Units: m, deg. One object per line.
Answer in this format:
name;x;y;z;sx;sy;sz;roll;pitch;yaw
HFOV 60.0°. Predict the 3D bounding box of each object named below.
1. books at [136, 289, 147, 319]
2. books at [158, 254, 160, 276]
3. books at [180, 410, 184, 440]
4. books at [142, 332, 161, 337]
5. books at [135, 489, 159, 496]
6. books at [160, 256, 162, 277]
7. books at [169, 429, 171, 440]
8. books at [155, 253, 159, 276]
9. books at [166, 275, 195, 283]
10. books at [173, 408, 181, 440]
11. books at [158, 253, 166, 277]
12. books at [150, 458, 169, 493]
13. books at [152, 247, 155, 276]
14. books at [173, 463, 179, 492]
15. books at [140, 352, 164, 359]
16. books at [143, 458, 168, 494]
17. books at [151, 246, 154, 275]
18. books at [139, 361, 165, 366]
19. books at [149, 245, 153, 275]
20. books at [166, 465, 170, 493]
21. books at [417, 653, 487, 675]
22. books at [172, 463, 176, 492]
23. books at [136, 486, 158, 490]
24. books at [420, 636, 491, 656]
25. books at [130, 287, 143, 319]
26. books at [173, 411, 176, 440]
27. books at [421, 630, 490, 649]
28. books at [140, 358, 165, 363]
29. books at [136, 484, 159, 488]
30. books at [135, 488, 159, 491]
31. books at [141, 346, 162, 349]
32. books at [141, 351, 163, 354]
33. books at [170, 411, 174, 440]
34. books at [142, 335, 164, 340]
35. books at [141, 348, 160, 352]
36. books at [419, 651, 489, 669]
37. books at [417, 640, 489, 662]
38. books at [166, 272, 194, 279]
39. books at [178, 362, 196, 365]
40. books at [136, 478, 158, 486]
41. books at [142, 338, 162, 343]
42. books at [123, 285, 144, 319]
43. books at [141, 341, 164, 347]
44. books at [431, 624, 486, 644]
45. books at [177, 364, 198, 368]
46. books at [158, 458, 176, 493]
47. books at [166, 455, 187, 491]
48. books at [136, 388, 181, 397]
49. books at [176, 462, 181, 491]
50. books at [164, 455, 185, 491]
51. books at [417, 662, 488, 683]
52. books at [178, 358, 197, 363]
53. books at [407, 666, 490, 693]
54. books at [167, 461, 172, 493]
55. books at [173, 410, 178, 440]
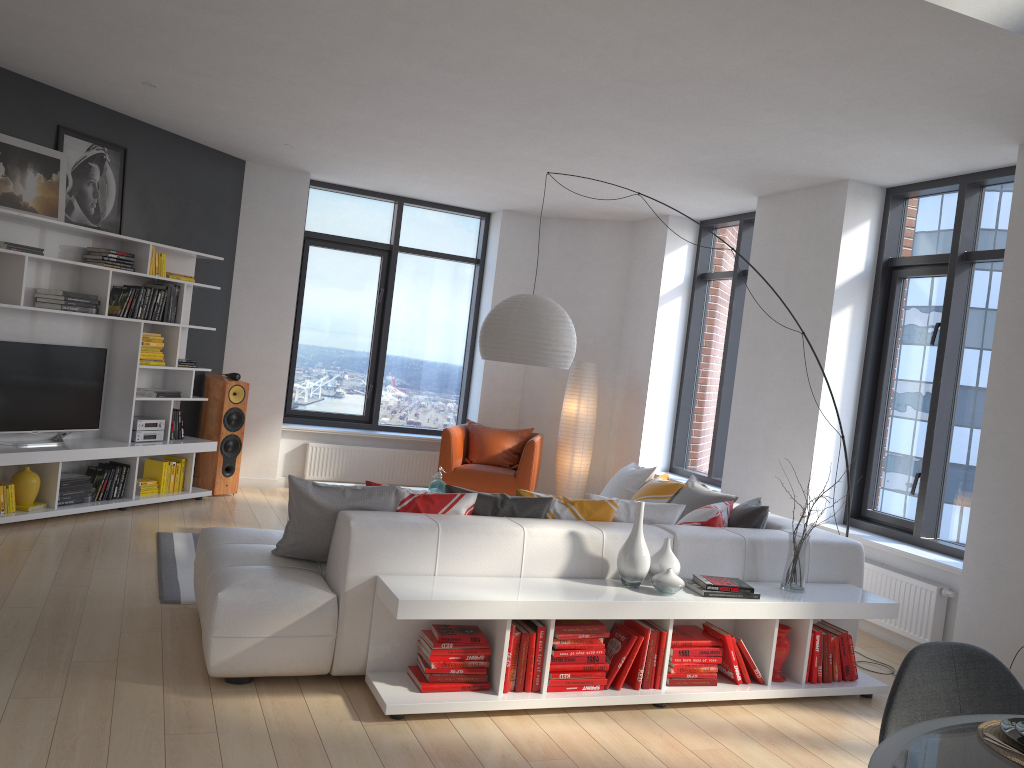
books;-2.930;-0.625;6.861;0.179;0.243;0.068;7;2;21
books;-2.808;-0.935;6.945;0.128;0.178;0.044;7;2;22
books;-2.816;0.333;7.394;0.177;0.242;0.066;7;2;22
books;-2.942;-0.401;7.061;0.163;0.023;0.223;8;2;27
books;-2.943;0.854;7.065;0.147;0.033;0.190;7;2;23
books;-2.791;-0.924;6.958;0.108;0.161;0.046;7;2;22
books;-2.881;0.315;7.273;0.202;0.268;0.053;7;2;22
books;-2.822;-0.937;6.929;0.132;0.180;0.054;7;2;23
books;-2.751;-0.860;7.218;0.194;0.028;0.257;8;2;28
books;-2.834;0.326;7.370;0.193;0.255;0.066;7;2;22
books;-2.794;-0.937;6.985;0.141;0.184;0.064;7;2;24
books;-2.881;0.743;7.205;0.199;0.263;0.015;7;2;23
books;-2.852;-0.963;6.908;0.164;0.224;0.054;7;2;22
books;-2.830;0.759;7.313;0.172;0.234;0.024;7;2;23
books;-2.935;-0.233;7.052;0.189;0.042;0.243;7;2;23
books;-2.891;0.744;7.176;0.198;0.255;0.044;7;2;23
books;-2.855;-0.962;6.877;0.163;0.224;0.041;7;2;21
books;-2.929;-0.172;7.050;0.194;0.028;0.257;8;2;28
books;-2.847;-0.963;6.849;0.161;0.229;0.041;7;2;21
books;-2.857;0.762;7.214;0.156;0.229;0.024;7;2;22
books;-0.260;1.198;3.794;0.266;0.026;0.187;6;2;-17
books;-2.843;0.755;7.292;0.169;0.239;0.023;7;2;23
books;-2.926;0.819;7.053;0.113;0.018;0.169;7;2;24
books;-0.244;1.120;3.802;0.269;0.028;0.179;6;2;-21
books;-2.931;-0.623;6.807;0.172;0.242;0.069;7;2;24
books;-2.851;0.334;7.321;0.170;0.236;0.049;7;2;23
books;-0.244;1.094;3.804;0.254;0.025;0.178;6;2;-23
books;-2.935;-0.199;7.050;0.203;0.024;0.257;8;2;26
books;-2.936;0.802;7.065;0.134;0.014;0.187;7;2;23
books;-2.943;0.831;7.066;0.148;0.011;0.196;7;2;23
books;-2.937;-0.299;7.054;0.171;0.019;0.239;7;2;23
books;-2.945;-0.262;7.054;0.189;0.014;0.251;8;2;26
books;-2.867;0.332;7.302;0.189;0.240;0.053;7;2;23
books;-2.920;-0.375;7.062;0.163;0.023;0.223;8;2;27
books;-2.928;-0.278;7.037;0.145;0.023;0.217;8;2;27
books;-0.249;1.173;3.804;0.257;0.025;0.182;6;2;-22
books;-0.257;1.146;3.817;0.261;0.028;0.191;6;2;-22
books;-2.757;-0.886;7.218;0.203;0.024;0.257;8;2;26
books;-2.750;-0.176;7.371;0.142;0.015;0.198;7;2;21
books;-2.946;0.780;7.066;0.138;0.026;0.186;7;2;23
books;-2.929;-0.353;7.057;0.160;0.022;0.227;8;2;38
books;-2.946;-0.633;6.838;0.192;0.254;0.075;7;2;22
books;-2.928;-0.324;7.062;0.176;0.033;0.239;8;2;26
books;-0.231;1.070;3.797;0.206;0.029;0.152;6;2;-16
books;-2.750;-0.157;7.371;0.161;0.023;0.213;8;2;26
books;-2.852;0.749;7.264;0.185;0.250;0.035;7;2;23
books;-2.814;0.741;7.395;0.213;0.270;0.025;7;2;23
books;-2.894;0.071;7.218;0.250;0.047;0.310;7;2;18
books;-2.824;0.759;7.339;0.172;0.234;0.024;7;2;23
books;-2.816;0.741;7.367;0.204;0.270;0.029;7;2;23
books;-0.258;1.227;3.806;0.259;0.034;0.206;6;2;-19
books;-2.761;-0.197;7.378;0.161;0.023;0.213;8;2;26
books;-0.273;1.259;3.794;0.301;0.032;0.227;6;2;-22
books;-2.864;0.748;7.240;0.180;0.251;0.019;7;2;23
books;-2.835;0.332;7.339;0.169;0.242;0.050;7;2;22
